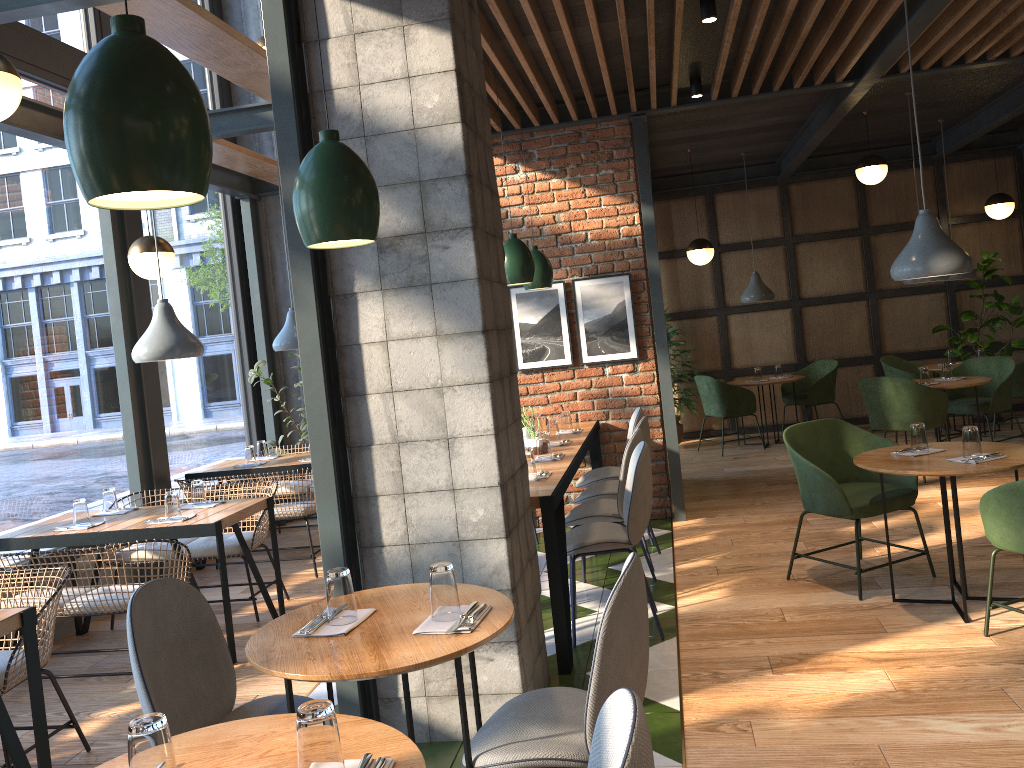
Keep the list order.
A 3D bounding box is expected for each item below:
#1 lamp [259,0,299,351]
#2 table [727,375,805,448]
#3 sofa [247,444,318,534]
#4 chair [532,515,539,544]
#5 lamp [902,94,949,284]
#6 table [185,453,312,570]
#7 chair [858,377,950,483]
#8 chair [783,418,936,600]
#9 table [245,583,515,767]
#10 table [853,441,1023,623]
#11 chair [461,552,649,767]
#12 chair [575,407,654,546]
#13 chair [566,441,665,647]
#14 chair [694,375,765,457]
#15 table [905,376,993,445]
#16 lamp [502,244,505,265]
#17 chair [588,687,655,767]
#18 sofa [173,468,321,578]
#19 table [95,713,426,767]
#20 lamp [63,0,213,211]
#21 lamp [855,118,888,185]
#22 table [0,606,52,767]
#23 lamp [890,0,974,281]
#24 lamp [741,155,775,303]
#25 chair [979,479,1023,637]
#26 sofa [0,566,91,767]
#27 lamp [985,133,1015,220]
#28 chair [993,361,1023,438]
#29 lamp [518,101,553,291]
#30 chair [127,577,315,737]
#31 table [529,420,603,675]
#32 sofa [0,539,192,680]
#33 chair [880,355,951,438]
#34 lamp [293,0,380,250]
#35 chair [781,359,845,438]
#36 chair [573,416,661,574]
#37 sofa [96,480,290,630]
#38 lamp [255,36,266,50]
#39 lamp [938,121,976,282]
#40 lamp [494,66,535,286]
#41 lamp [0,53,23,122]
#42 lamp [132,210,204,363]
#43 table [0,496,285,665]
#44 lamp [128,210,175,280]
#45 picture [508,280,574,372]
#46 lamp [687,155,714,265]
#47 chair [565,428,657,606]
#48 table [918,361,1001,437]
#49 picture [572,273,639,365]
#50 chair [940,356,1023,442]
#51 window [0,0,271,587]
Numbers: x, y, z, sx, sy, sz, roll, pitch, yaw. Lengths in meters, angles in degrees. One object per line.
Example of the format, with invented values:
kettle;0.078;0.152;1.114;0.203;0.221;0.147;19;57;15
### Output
lamp;-1.870;-2.495;6.697;0.354;4.488;0.352;-7;1;-45
table;2.726;0.296;9.410;0.810;0.687;0.806;-8;3;-40
sofa;-1.564;0.863;7.195;1.091;0.732;0.471;-6;1;10
chair;-0.106;0.699;5.979;0.507;0.887;0.419;-6;1;16
lamp;3.191;-3.075;7.316;0.352;4.488;0.354;-6;1;45
table;-1.656;0.919;6.637;1.270;0.705;0.659;-6;2;10
chair;3.144;0.320;7.093;0.516;0.818;0.637;-7;2;-35
chair;1.779;0.610;4.621;0.640;0.818;0.514;-7;2;-25
table;-0.302;1.001;2.345;0.698;0.746;0.701;-5;2;20
table;2.056;0.674;4.132;0.806;0.687;0.810;-4;3;40
chair;0.124;0.890;2.266;0.507;0.887;0.419;-6;1;16
chair;0.672;0.618;5.939;0.507;0.887;0.419;-6;1;6
chair;0.449;0.739;4.258;0.507;0.887;0.419;-6;1;6
chair;2.250;0.290;9.266;0.515;0.818;0.638;-6;2;-15
table;3.567;0.325;7.354;0.810;0.687;0.806;-8;3;-39
lamp;-0.242;-1.514;4.195;0.223;2.021;0.224;-6;1;13
chair;0.004;0.954;1.383;0.507;0.887;0.419;-6;1;6
sofa;-1.751;0.948;6.082;1.091;0.732;0.471;-6;1;10
table;-0.450;1.068;1.467;0.701;0.746;0.698;-8;2;-38
lamp;-0.705;-1.304;1.443;0.223;2.021;0.224;-6;1;13
lamp;3.036;-3.672;7.927;0.268;3.792;0.268;-6;1;-11
table;-2.292;1.206;2.860;1.270;0.705;0.659;-6;2;10
lamp;1.717;-2.730;4.103;0.354;4.488;0.352;-7;1;-45
lamp;2.366;-3.104;9.356;0.352;4.488;0.354;-6;1;45
chair;2.256;0.620;3.557;0.639;0.818;0.514;-7;1;-20
sofa;-2.200;1.151;3.417;1.091;0.732;0.471;-6;1;10
lamp;4.797;-3.568;9.038;0.269;3.792;0.268;-7;1;-37
chair;4.844;0.065;8.341;0.640;0.818;0.514;-8;2;-43
lamp;0.074;-1.656;6.072;0.223;2.021;0.224;-6;1;13
chair;-0.745;0.973;2.447;0.507;0.887;0.419;-6;1;11
table;0.127;0.781;5.183;0.657;0.765;2.778;-6;3;10
sofa;-2.071;1.092;4.183;1.091;0.732;0.471;-6;1;10
chair;4.121;0.100;9.073;0.514;0.818;0.640;-5;2;42
lamp;-0.557;-1.371;2.321;0.223;2.021;0.224;-6;1;13
chair;3.233;0.167;9.559;0.515;0.818;0.638;-6;2;-15
chair;0.621;0.655;5.393;0.507;0.887;0.419;-6;1;17
sofa;-1.883;1.008;5.296;1.091;0.732;0.471;-6;1;10
lamp;-1.889;-4.074;6.239;0.268;3.792;0.269;-6;1;30
lamp;4.130;-3.255;8.690;0.352;4.488;0.354;-6;1;45
lamp;-0.074;-1.590;5.193;0.223;2.021;0.224;-6;1;13
lamp;-2.052;-2.796;3.079;0.269;3.792;0.268;-7;1;-37
lamp;-2.017;-2.356;4.572;0.353;4.488;0.352;-6;1;-28
table;-1.975;1.063;4.742;1.270;0.705;0.659;-6;2;10
lamp;-2.381;-2.520;5.376;0.269;3.792;0.268;-6;1;-22
picture;0.209;-0.426;6.536;0.429;0.631;0.015;-6;1;10
lamp;1.696;-3.072;8.840;0.269;3.792;0.268;-7;1;-37
chair;0.503;0.700;4.831;0.507;0.887;0.419;-6;1;16
table;4.476;0.148;8.727;0.806;0.687;0.809;-6;2;10
picture;0.680;-0.472;6.455;0.429;0.631;0.015;-6;1;10
chair;4.018;0.195;7.632;0.516;0.818;0.637;-7;2;-30
window;-3.235;-1.605;3.693;0.127;5.594;8.739;-6;2;10
